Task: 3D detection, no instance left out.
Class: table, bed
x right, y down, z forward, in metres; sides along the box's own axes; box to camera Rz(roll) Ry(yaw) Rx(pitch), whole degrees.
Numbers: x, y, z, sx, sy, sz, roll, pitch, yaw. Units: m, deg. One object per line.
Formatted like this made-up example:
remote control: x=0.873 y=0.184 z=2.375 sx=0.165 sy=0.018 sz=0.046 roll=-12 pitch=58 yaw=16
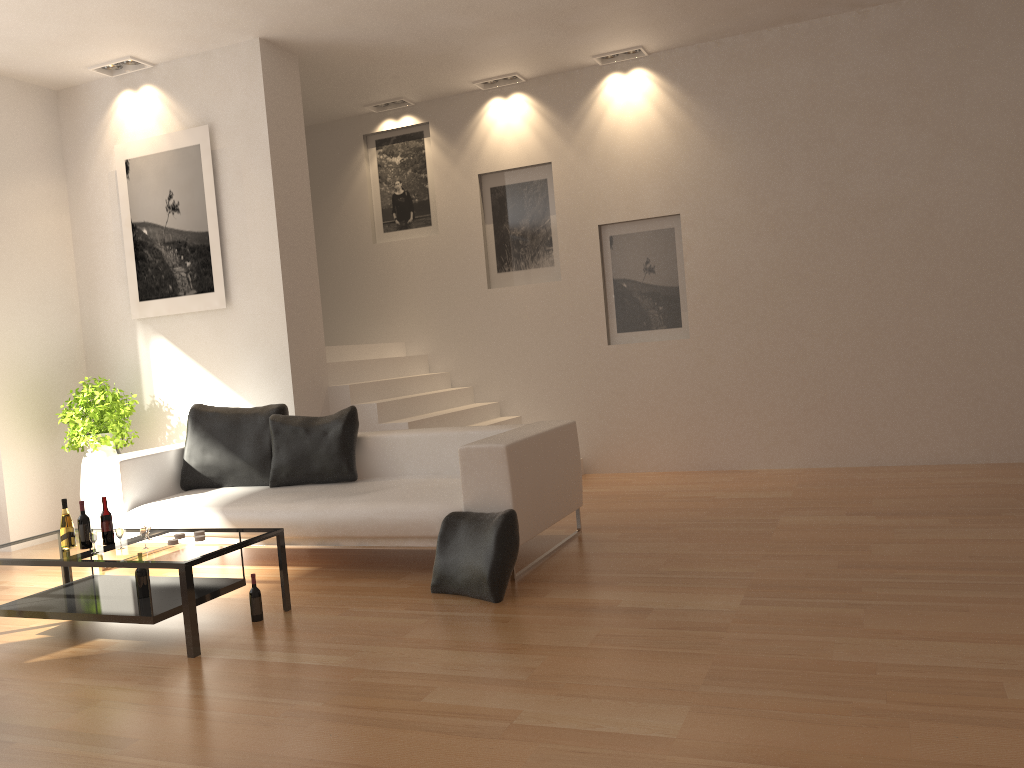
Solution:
table: x=-2.010 y=1.046 z=4.548 sx=1.566 sy=0.460 sz=0.709 roll=-4 pitch=2 yaw=23
bed: x=-1.190 y=0.742 z=5.855 sx=3.075 sy=0.761 sz=1.262 roll=-4 pitch=2 yaw=23

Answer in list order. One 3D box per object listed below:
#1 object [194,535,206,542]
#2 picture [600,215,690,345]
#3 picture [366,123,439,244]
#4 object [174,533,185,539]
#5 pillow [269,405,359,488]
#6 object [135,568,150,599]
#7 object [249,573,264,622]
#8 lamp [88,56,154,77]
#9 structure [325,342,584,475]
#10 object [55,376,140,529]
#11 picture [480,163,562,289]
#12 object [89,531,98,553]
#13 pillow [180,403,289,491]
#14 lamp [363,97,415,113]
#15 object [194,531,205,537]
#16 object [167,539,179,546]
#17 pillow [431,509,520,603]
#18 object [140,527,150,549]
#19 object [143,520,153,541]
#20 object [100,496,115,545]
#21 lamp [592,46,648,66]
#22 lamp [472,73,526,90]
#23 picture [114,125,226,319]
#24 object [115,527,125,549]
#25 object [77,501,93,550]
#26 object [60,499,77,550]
object: x=-1.541 y=0.763 z=4.380 sx=0.052 sy=0.021 sz=0.052 roll=-5 pitch=2 yaw=0
picture: x=1.218 y=-0.940 z=8.130 sx=0.802 sy=1.155 sz=0.005 roll=-4 pitch=2 yaw=23
picture: x=-1.111 y=-2.028 z=9.005 sx=0.802 sy=1.155 sz=0.005 roll=-4 pitch=2 yaw=23
object: x=-1.683 y=0.770 z=4.490 sx=0.052 sy=0.021 sz=0.052 roll=-5 pitch=2 yaw=0
pillow: x=-1.353 y=0.433 z=6.079 sx=0.628 sy=0.524 sz=0.270 roll=-5 pitch=2 yaw=6
object: x=-1.848 y=0.962 z=4.431 sx=0.065 sy=0.217 sz=0.065 roll=-5 pitch=2 yaw=5
object: x=-1.283 y=1.070 z=4.433 sx=0.059 sy=0.244 sz=0.059 roll=-5 pitch=2 yaw=-1
lamp: x=-3.128 y=-2.602 z=7.072 sx=0.446 sy=0.166 sz=0.243 roll=-4 pitch=2 yaw=23
structure: x=-1.854 y=0.369 z=8.426 sx=4.625 sy=1.403 sz=1.839 roll=-4 pitch=2 yaw=23
object: x=-3.273 y=0.590 z=7.114 sx=0.570 sy=1.324 sz=0.631 roll=-3 pitch=3 yaw=37
picture: x=0.088 y=-1.513 z=8.551 sx=0.802 sy=1.155 sz=0.005 roll=-4 pitch=2 yaw=23
object: x=-2.046 y=0.775 z=4.341 sx=0.039 sy=0.101 sz=0.039 roll=-6 pitch=3 yaw=-25
pillow: x=-1.962 y=0.451 z=6.307 sx=0.755 sy=0.666 sz=0.346 roll=-5 pitch=2 yaw=8
lamp: x=-1.222 y=-2.834 z=8.777 sx=0.446 sy=0.166 sz=0.243 roll=-4 pitch=2 yaw=23
object: x=-1.591 y=0.762 z=4.513 sx=0.052 sy=0.021 sz=0.052 roll=-5 pitch=2 yaw=0
object: x=-1.660 y=0.774 z=4.344 sx=0.052 sy=0.021 sz=0.052 roll=-3 pitch=3 yaw=45
pillow: x=-0.173 y=0.889 z=4.641 sx=0.503 sy=0.457 sz=0.340 roll=-3 pitch=3 yaw=41
object: x=-1.796 y=0.754 z=4.338 sx=0.039 sy=0.101 sz=0.039 roll=-6 pitch=2 yaw=-19
object: x=-1.869 y=0.751 z=4.556 sx=0.039 sy=0.101 sz=0.039 roll=-6 pitch=2 yaw=-19
object: x=-2.079 y=0.702 z=4.547 sx=0.057 sy=0.248 sz=0.057 roll=-3 pitch=3 yaw=40
lamp: x=0.957 y=-2.986 z=7.870 sx=0.446 sy=0.166 sz=0.243 roll=-4 pitch=2 yaw=23
lamp: x=-0.125 y=-2.910 z=8.320 sx=0.446 sy=0.166 sz=0.243 roll=-4 pitch=2 yaw=23
picture: x=-2.757 y=-1.279 z=7.128 sx=0.979 sy=1.431 sz=0.004 roll=-4 pitch=2 yaw=23
object: x=-1.940 y=0.764 z=4.392 sx=0.039 sy=0.101 sz=0.039 roll=-6 pitch=2 yaw=-19
object: x=-2.163 y=0.713 z=4.482 sx=0.059 sy=0.244 sz=0.059 roll=-4 pitch=2 yaw=23
object: x=-2.269 y=0.713 z=4.519 sx=0.068 sy=0.257 sz=0.067 roll=-3 pitch=3 yaw=41
